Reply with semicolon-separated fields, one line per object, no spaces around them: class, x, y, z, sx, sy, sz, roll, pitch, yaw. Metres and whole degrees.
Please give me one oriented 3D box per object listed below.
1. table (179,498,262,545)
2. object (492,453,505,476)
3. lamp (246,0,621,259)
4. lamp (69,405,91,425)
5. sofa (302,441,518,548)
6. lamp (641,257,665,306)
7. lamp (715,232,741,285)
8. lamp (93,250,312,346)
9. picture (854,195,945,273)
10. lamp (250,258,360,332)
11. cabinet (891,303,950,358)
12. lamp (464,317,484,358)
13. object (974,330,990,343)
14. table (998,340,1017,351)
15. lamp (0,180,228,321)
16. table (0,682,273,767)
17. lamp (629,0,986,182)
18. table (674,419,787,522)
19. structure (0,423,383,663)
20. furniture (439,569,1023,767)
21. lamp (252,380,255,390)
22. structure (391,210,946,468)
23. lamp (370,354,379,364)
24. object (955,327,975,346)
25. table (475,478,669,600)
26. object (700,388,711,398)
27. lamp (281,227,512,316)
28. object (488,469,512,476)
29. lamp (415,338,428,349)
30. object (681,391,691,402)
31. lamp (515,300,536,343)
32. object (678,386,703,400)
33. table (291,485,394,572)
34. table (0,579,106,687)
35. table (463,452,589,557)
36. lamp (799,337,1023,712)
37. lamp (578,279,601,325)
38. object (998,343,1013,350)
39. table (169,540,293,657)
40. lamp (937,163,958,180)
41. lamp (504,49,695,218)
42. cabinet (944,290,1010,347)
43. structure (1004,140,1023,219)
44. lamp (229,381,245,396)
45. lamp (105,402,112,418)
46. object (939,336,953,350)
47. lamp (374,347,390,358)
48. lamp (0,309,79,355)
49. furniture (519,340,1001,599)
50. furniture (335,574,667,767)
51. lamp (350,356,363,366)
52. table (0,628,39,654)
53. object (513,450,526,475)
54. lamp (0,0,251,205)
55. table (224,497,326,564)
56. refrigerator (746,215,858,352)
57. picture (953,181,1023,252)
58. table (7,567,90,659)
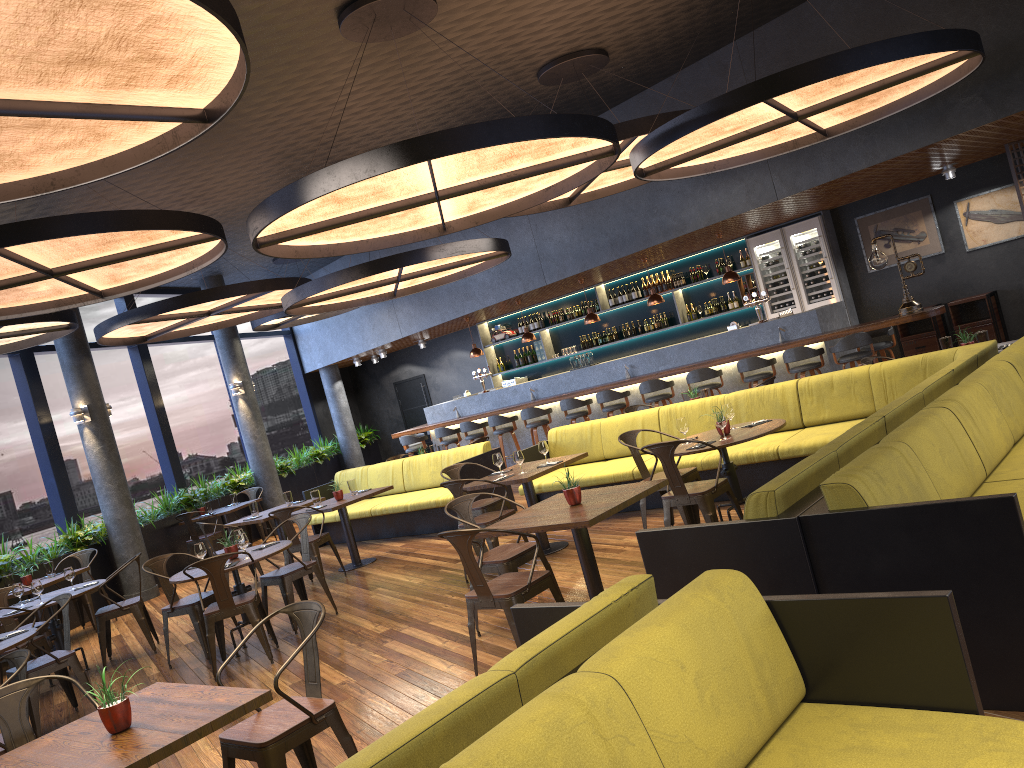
table;-4.300;2.276;13.426;0.887;0.763;0.906;-15;1;15
object;-0.120;0.741;8.174;0.097;0.206;0.097;-14;1;33
lamp;-0.733;-2.045;6.600;2.778;1.475;2.778;-15;1;0
lamp;-5.608;0.407;11.450;0.215;0.215;0.189;-15;1;8
sofa;-1.474;1.470;11.407;3.061;0.914;0.966;-14;1;41
lamp;1.981;-1.471;12.701;0.250;0.673;0.250;-15;1;-16
lamp;2.864;-1.695;11.908;0.250;0.673;0.250;-15;1;-16
lamp;-4.073;-1.416;11.538;2.778;1.159;2.778;-15;1;-13
picture;5.372;-2.072;12.328;1.039;0.809;0.028;-14;1;41
lamp;-3.569;-1.680;15.103;1.979;1.093;1.979;-15;1;5
cabinet;5.666;-0.527;12.168;0.553;1.007;0.473;-14;1;41
lamp;-0.684;-0.793;15.094;0.250;0.673;0.250;-15;1;29
object;4.029;-0.361;7.578;0.102;0.178;0.102;-15;1;27
table;4.065;0.116;7.721;0.906;0.763;0.887;-14;1;41
lamp;-3.867;-1.390;7.186;2.778;1.159;2.778;-15;1;18
table;-1.419;1.685;3.305;0.906;0.763;0.887;-14;1;41
lamp;2.162;-2.842;7.273;2.778;1.475;2.778;-14;1;45
table;1.711;0.769;6.880;1.007;0.760;1.007;-15;1;-11
structure;-5.144;2.179;12.841;0.808;1.413;17.112;-15;1;16
furniture;1.374;0.909;0.108;4.755;0.916;3.378;-14;1;41
lamp;-4.554;0.047;15.436;0.215;0.215;0.189;-15;1;20
structure;2.033;-0.450;13.754;9.298;2.700;2.700;-14;1;41
lamp;-2.914;-0.529;18.847;0.228;0.172;0.228;-14;1;41
object;3.932;-0.384;7.694;0.238;0.271;0.260;-14;1;43
table;0.472;1.130;5.567;0.906;0.763;0.887;-14;1;41
object;2.055;0.141;9.351;0.102;0.178;0.102;-15;1;27
lamp;-1.538;-1.902;10.625;2.778;1.475;2.778;-15;1;6
object;-0.095;0.829;8.349;0.255;0.019;0.157;-14;1;41
lamp;-1.809;-0.810;17.855;0.228;0.172;0.228;-14;1;41
object;1.923;0.170;9.714;0.102;0.178;0.102;-15;1;-13
lamp;0.189;-1.015;14.311;0.250;0.673;0.250;-15;1;-16
object;1.949;0.119;9.491;0.238;0.271;0.260;-16;1;-27
table;-1.853;1.677;9.982;0.906;0.763;0.887;-14;1;41
table;-4.170;2.339;8.164;1.007;0.760;1.007;-14;1;34
table;0.188;1.159;8.130;0.887;0.763;0.906;-14;1;41
lamp;4.988;-1.114;6.052;3.017;2.714;9.057;-14;1;41
lamp;1.137;-1.256;13.459;0.250;0.673;0.250;-15;1;-16
object;4.198;-0.322;7.514;0.157;0.019;0.255;-14;1;41
table;-2.234;1.829;7.389;1.007;0.760;1.007;-15;1;29
lamp;5.477;-2.658;11.111;0.228;0.172;0.228;-14;1;41
lamp;0.767;-2.680;9.026;2.778;1.159;2.778;-15;1;1
cabinet;6.174;-0.656;11.712;0.553;1.007;0.473;-14;1;41
structure;6.707;-1.656;10.566;1.319;2.700;0.050;-16;1;-19
lamp;-4.642;0.081;14.880;0.215;0.215;0.189;-15;1;2
lamp;-5.499;0.368;12.001;0.215;0.215;0.189;-15;1;16
object;3.891;-0.330;7.926;0.102;0.178;0.102;-15;1;27
lamp;-2.542;-0.604;17.444;0.228;0.172;0.228;-14;1;41
lamp;-5.910;-0.943;9.616;1.979;1.093;1.979;-15;1;5
furniture;2.098;0.603;6.016;7.462;0.914;4.895;-14;1;36
furniture;-2.014;1.770;3.154;4.503;0.914;3.372;-14;1;41
lamp;-3.141;-0.452;18.004;0.228;0.172;0.228;-14;1;41
table;-3.770;2.267;6.208;1.007;0.760;1.007;-15;1;9
object;0.068;0.695;7.892;0.097;0.206;0.097;-14;1;41
lamp;-2.637;-1.657;3.673;2.778;1.159;2.778;-15;1;31
table;-2.801;1.918;10.832;0.887;0.763;0.906;-14;1;41
refrigerator;4.333;-1.302;13.140;1.159;2.109;0.454;-14;1;41
picture;6.352;-2.194;11.479;1.039;0.697;0.028;-14;1;41
table;-5.272;2.606;9.855;0.887;0.763;0.906;-15;1;15
